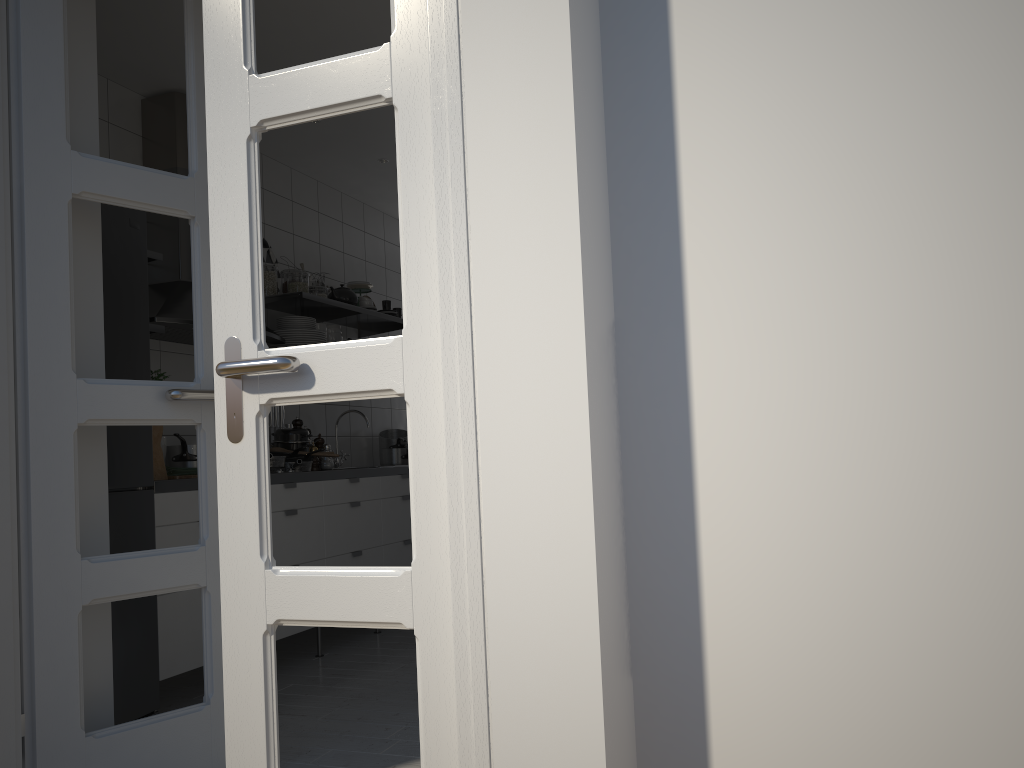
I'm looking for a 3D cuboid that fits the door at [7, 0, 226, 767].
[{"bbox_3d":[-0.979,-0.067,2.296,0.157,2.322,0.602,-5,-3,41],"label":"door"}]

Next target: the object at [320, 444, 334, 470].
[{"bbox_3d":[-0.957,0.377,4.584,0.069,0.135,0.069,-3,-3,1],"label":"object"}]

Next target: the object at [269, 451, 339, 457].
[{"bbox_3d":[-1.009,0.340,4.303,0.335,0.044,0.064,-2,-4,-13],"label":"object"}]

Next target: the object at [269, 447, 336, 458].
[{"bbox_3d":[-1.015,0.335,4.319,0.334,0.060,0.059,-1,-4,-21],"label":"object"}]

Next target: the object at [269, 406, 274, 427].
[{"bbox_3d":[-1.270,0.164,4.684,0.022,0.132,0.033,-4,-3,25],"label":"object"}]

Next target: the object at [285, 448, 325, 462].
[{"bbox_3d":[-1.072,0.363,4.319,0.243,0.082,0.348,0,-5,-28],"label":"object"}]

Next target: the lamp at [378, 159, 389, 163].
[{"bbox_3d":[-0.732,-1.278,5.033,0.064,0.030,0.064,-4,-4,13],"label":"lamp"}]

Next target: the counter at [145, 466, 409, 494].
[{"bbox_3d":[-0.958,0.476,4.689,0.651,0.045,3.243,-4,-5,21],"label":"counter"}]

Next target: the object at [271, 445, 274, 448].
[{"bbox_3d":[-1.190,0.383,4.593,0.127,0.144,0.116,-1,-4,-30],"label":"object"}]

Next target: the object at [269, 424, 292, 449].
[{"bbox_3d":[-1.255,0.340,4.695,0.067,0.260,0.322,-4,-4,21],"label":"object"}]

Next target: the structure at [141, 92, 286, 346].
[{"bbox_3d":[-1.398,-0.753,3.987,0.472,1.090,0.869,-4,-3,21],"label":"structure"}]

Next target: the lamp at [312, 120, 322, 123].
[{"bbox_3d":[-0.977,-1.318,4.395,0.064,0.030,0.064,-4,-4,13],"label":"lamp"}]

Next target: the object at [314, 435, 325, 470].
[{"bbox_3d":[-1.008,0.360,4.641,0.058,0.184,0.058,0,-3,-41],"label":"object"}]

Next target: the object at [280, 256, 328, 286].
[{"bbox_3d":[-1.143,-0.543,4.962,0.198,0.278,0.378,-3,-4,3],"label":"object"}]

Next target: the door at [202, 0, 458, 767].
[{"bbox_3d":[-0.348,-0.139,1.751,0.602,2.322,0.157,-4,-3,21],"label":"door"}]

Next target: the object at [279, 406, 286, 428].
[{"bbox_3d":[-1.234,0.170,4.776,0.022,0.132,0.046,-4,-3,24],"label":"object"}]

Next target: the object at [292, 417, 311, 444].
[{"bbox_3d":[-1.090,0.311,4.608,0.061,0.282,0.123,-4,-3,26],"label":"object"}]

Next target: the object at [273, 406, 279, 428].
[{"bbox_3d":[-1.255,0.167,4.724,0.022,0.132,0.033,-4,-3,25],"label":"object"}]

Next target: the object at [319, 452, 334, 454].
[{"bbox_3d":[-1.042,0.349,4.344,0.336,0.021,0.065,-1,-5,-16],"label":"object"}]

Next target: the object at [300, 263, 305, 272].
[{"bbox_3d":[-1.126,-0.537,4.875,0.021,0.249,0.113,-4,-3,25],"label":"object"}]

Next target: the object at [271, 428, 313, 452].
[{"bbox_3d":[-1.098,0.296,4.426,0.197,0.159,0.191,-1,-4,-18],"label":"object"}]

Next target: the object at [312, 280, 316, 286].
[{"bbox_3d":[-1.125,-0.497,5.012,0.023,0.189,0.063,-3,-3,2],"label":"object"}]

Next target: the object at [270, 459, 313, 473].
[{"bbox_3d":[-1.098,0.399,4.307,0.232,0.060,0.352,-3,-5,-1],"label":"object"}]

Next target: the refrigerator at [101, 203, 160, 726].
[{"bbox_3d":[-1.623,0.276,2.902,0.695,1.797,0.577,-4,-3,21],"label":"refrigerator"}]

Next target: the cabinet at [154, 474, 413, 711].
[{"bbox_3d":[-0.934,0.892,4.669,0.663,0.793,3.242,-4,-5,21],"label":"cabinet"}]

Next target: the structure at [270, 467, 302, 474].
[{"bbox_3d":[-1.253,0.390,3.903,0.490,0.029,0.468,-4,-5,21],"label":"structure"}]

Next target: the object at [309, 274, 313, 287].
[{"bbox_3d":[-1.149,-0.515,5.010,0.027,0.226,0.086,-3,-3,4],"label":"object"}]

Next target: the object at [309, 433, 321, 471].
[{"bbox_3d":[-1.018,0.350,4.559,0.058,0.192,0.081,-3,-3,10],"label":"object"}]

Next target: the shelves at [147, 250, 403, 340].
[{"bbox_3d":[-1.228,-0.347,4.435,0.427,0.511,2.544,-4,-5,21],"label":"shelves"}]

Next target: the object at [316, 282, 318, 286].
[{"bbox_3d":[-1.108,-0.496,4.993,0.023,0.180,0.090,-2,-3,-6],"label":"object"}]

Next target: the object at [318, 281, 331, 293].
[{"bbox_3d":[-1.092,-0.501,5.113,0.077,0.203,0.105,-3,-3,19],"label":"object"}]

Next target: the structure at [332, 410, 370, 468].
[{"bbox_3d":[-0.964,0.331,5.225,0.274,0.352,0.189,-2,-3,-3],"label":"structure"}]
